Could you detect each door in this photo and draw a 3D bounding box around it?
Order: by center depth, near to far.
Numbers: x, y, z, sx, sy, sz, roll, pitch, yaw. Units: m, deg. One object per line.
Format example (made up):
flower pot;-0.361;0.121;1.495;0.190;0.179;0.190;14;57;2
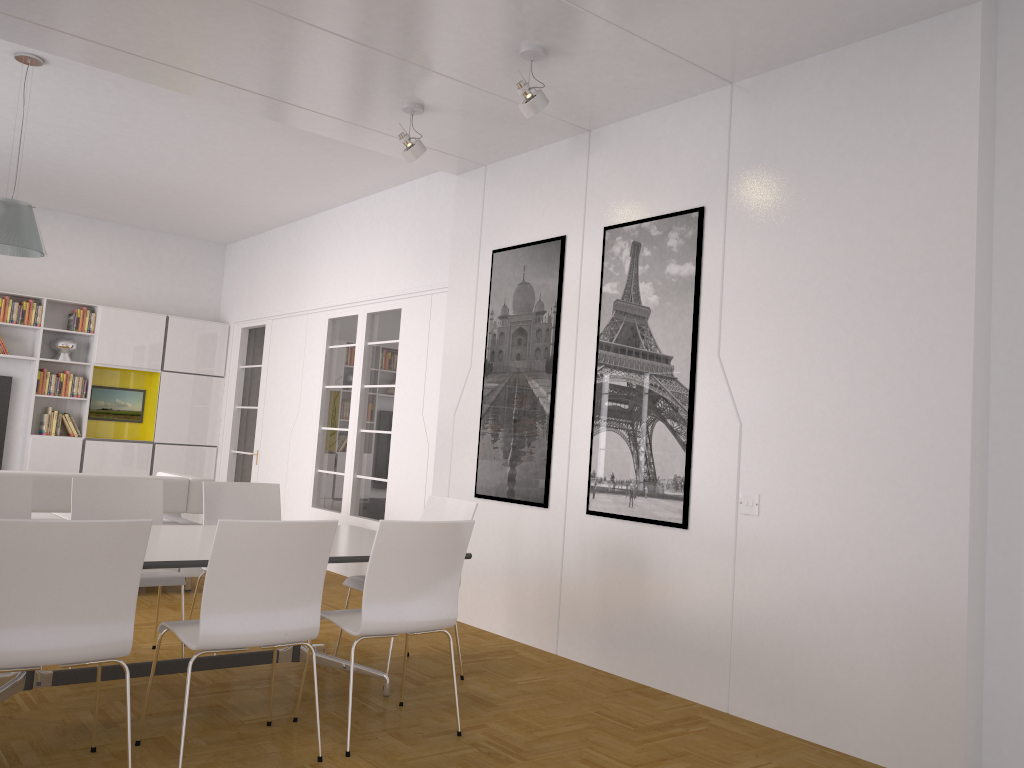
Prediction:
door;-3.022;0.517;10.045;0.139;2.459;1.008;8;-6;-39

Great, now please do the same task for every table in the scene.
table;-1.534;1.077;4.039;2.407;0.723;1.210;7;-5;-39

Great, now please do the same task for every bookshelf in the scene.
bookshelf;-5.689;0.249;9.084;5.357;2.484;0.389;7;-6;-38

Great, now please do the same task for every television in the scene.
television;-6.018;0.383;8.898;1.658;1.090;0.082;7;-6;-38

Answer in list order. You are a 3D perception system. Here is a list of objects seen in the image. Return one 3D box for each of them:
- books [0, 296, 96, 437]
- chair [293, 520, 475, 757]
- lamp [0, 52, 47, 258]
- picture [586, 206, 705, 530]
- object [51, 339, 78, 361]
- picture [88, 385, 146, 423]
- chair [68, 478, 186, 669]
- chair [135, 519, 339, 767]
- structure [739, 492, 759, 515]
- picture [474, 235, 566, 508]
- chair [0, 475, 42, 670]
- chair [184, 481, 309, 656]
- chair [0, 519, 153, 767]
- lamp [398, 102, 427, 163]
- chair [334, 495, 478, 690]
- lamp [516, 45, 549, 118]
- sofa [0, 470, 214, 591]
books;-6.208;-0.322;8.640;3.857;1.458;0.235;7;-6;-38
chair;-0.528;1.034;3.852;0.560;0.933;0.575;8;-6;-38
lamp;-3.124;-1.460;5.601;0.464;1.252;0.464;8;-6;-39
picture;0.756;-0.099;5.153;0.016;1.783;0.786;8;-6;-39
object;-4.901;-0.363;9.699;0.256;0.239;0.256;7;-5;-31
picture;-4.526;0.234;10.153;0.608;0.389;0.007;7;-6;-38
chair;-2.039;0.982;4.636;0.560;0.933;0.575;8;-6;-38
chair;-1.041;0.969;3.441;0.560;0.933;0.575;8;-6;-38
structure;1.200;0.606;4.488;0.013;0.105;0.114;8;-6;-39
picture;0.041;-0.088;6.043;0.013;1.783;0.786;8;-6;-39
chair;-2.552;0.917;4.225;0.560;0.933;0.575;8;-6;-38
chair;-1.495;1.050;5.072;0.560;0.933;0.575;8;-6;-38
chair;-1.585;0.901;3.005;0.560;0.933;0.575;8;-6;-38
lamp;-0.612;-1.556;5.541;0.173;0.365;0.167;4;-5;4
chair;-0.556;1.094;4.849;0.574;0.933;0.561;8;-6;-38
lamp;0.114;-1.567;4.640;0.173;0.365;0.167;4;-5;4
sofa;-3.548;1.009;6.165;2.619;0.850;0.822;7;-6;-38
